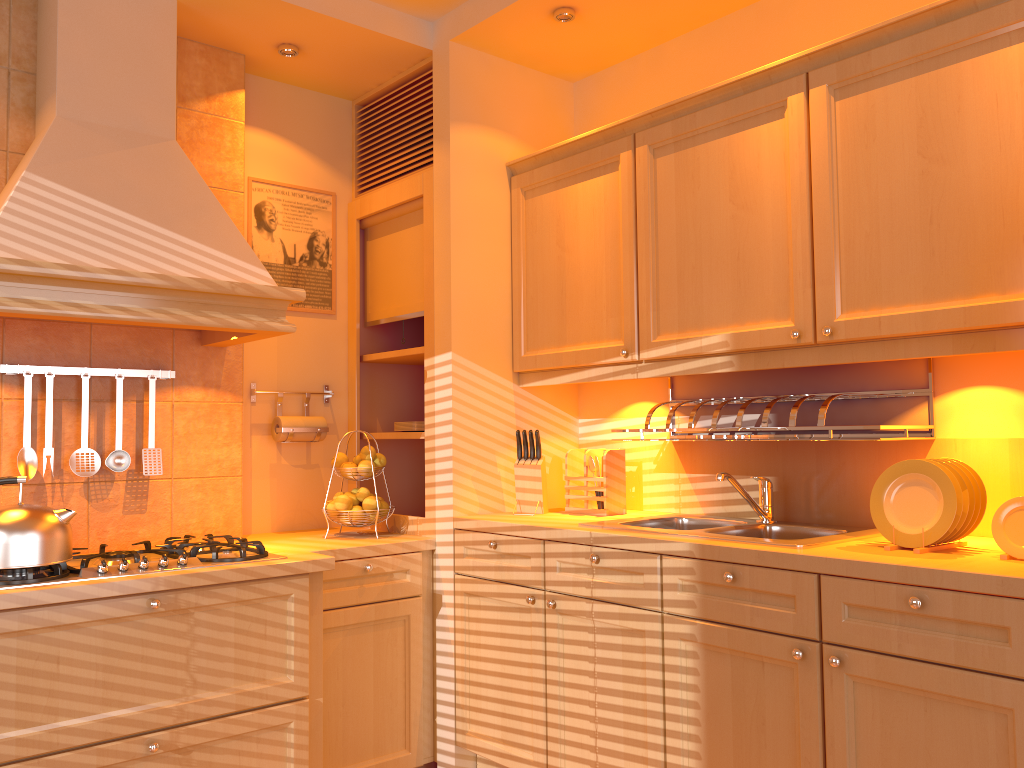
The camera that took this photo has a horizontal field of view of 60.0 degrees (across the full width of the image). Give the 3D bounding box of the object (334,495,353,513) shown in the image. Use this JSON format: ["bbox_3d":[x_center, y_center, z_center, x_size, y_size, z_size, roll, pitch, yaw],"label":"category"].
[{"bbox_3d":[-0.581,0.414,3.065,0.056,0.063,0.065,-2,-4,26],"label":"object"}]

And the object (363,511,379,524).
[{"bbox_3d":[-0.501,0.465,3.136,0.063,0.061,0.064,-2,-4,28],"label":"object"}]

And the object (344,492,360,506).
[{"bbox_3d":[-0.567,0.409,3.120,0.063,0.061,0.063,-2,-4,23],"label":"object"}]

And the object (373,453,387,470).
[{"bbox_3d":[-0.479,0.277,3.179,0.058,0.060,0.057,0,-3,-19],"label":"object"}]

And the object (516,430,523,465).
[{"bbox_3d":[0.026,0.292,3.087,0.019,0.265,0.037,-1,-3,14],"label":"object"}]

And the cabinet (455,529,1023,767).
[{"bbox_3d":[0.990,0.487,2.022,0.625,1.700,3.000,2,-4,-40],"label":"cabinet"}]

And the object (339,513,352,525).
[{"bbox_3d":[-0.582,0.470,3.129,0.052,0.056,0.057,-1,-3,12],"label":"object"}]

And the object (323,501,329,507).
[{"bbox_3d":[-0.647,0.445,3.173,0.056,0.057,0.053,-2,-4,27],"label":"object"}]

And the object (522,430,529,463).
[{"bbox_3d":[0.046,0.291,3.079,0.019,0.265,0.038,-3,-4,33],"label":"object"}]

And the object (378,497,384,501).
[{"bbox_3d":[-0.489,0.436,3.249,0.045,0.047,0.046,-1,-3,5],"label":"object"}]

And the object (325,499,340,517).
[{"bbox_3d":[-0.627,0.434,3.110,0.063,0.063,0.063,1,-4,-29],"label":"object"}]

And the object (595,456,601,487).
[{"bbox_3d":[0.295,0.342,3.012,0.020,0.196,0.017,0,-3,-15],"label":"object"}]

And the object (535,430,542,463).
[{"bbox_3d":[0.090,0.290,3.060,0.019,0.265,0.037,-3,-4,33],"label":"object"}]

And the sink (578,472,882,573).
[{"bbox_3d":[0.610,0.416,2.491,0.465,0.336,0.746,2,-4,-40],"label":"sink"}]

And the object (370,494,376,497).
[{"bbox_3d":[-0.504,0.422,3.172,0.057,0.059,0.058,-1,-3,14],"label":"object"}]

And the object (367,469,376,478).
[{"bbox_3d":[-0.519,0.308,3.200,0.058,0.059,0.058,0,-3,-9],"label":"object"}]

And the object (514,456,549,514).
[{"bbox_3d":[0.067,0.349,3.083,0.100,0.200,0.070,-2,-4,23],"label":"object"}]

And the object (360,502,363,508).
[{"bbox_3d":[-0.546,0.429,3.215,0.059,0.055,0.058,1,-4,-33],"label":"object"}]

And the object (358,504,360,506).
[{"bbox_3d":[-0.572,0.435,3.179,0.047,0.052,0.051,2,-4,-43],"label":"object"}]

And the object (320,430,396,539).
[{"bbox_3d":[-0.550,0.353,3.172,0.265,0.376,0.265,-1,-3,9],"label":"object"}]

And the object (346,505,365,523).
[{"bbox_3d":[-0.543,0.453,3.086,0.064,0.062,0.064,-3,-4,37],"label":"object"}]

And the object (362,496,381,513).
[{"bbox_3d":[-0.490,0.420,3.088,0.063,0.060,0.064,1,-4,-25],"label":"object"}]

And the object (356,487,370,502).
[{"bbox_3d":[-0.522,0.388,3.113,0.049,0.052,0.050,1,-4,-33],"label":"object"}]

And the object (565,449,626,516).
[{"bbox_3d":[0.287,0.336,3.068,0.103,0.221,0.200,2,-4,-40],"label":"object"}]

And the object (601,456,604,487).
[{"bbox_3d":[0.306,0.342,3.007,0.018,0.196,0.022,2,-4,-36],"label":"object"}]

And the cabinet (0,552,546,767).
[{"bbox_3d":[-0.906,0.968,2.521,2.850,0.840,1.141,2,-4,-40],"label":"cabinet"}]

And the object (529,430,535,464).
[{"bbox_3d":[0.068,0.291,3.070,0.019,0.265,0.038,-3,-4,33],"label":"object"}]

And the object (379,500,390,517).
[{"bbox_3d":[-0.472,0.451,3.206,0.059,0.059,0.058,-1,-3,4],"label":"object"}]

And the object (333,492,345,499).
[{"bbox_3d":[-0.610,0.413,3.164,0.055,0.058,0.056,0,-3,-5],"label":"object"}]

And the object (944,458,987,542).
[{"bbox_3d":[1.032,0.278,2.125,0.049,0.200,0.205,2,-4,-39],"label":"object"}]

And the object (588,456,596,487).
[{"bbox_3d":[0.280,0.340,3.017,0.042,0.192,0.040,-1,-3,10],"label":"object"}]

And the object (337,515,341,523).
[{"bbox_3d":[-0.604,0.477,3.177,0.046,0.043,0.047,-1,-3,10],"label":"object"}]

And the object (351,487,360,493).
[{"bbox_3d":[-0.550,0.393,3.171,0.051,0.048,0.050,0,-3,-7],"label":"object"}]

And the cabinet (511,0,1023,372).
[{"bbox_3d":[0.704,-0.439,2.628,0.332,0.712,1.792,2,-4,-40],"label":"cabinet"}]
